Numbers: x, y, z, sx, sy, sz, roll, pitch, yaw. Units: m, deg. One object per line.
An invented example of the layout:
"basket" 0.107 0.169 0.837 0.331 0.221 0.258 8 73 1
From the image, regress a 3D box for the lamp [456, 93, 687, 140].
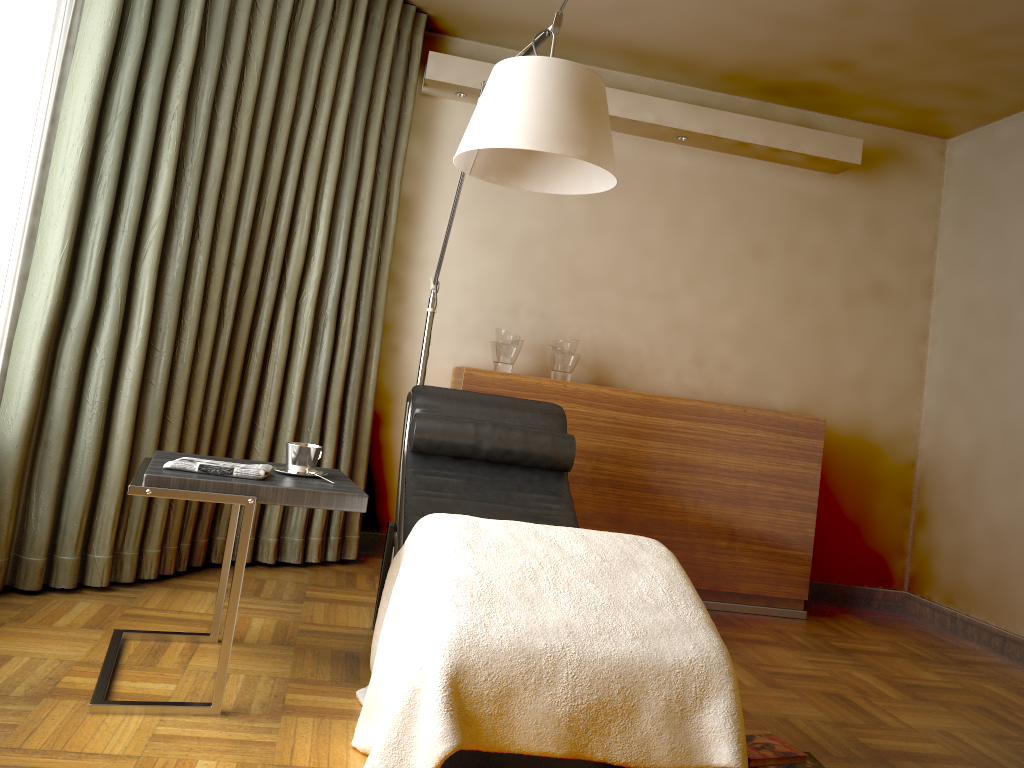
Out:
"lamp" 0.301 -1.297 4.251 1.154 0.028 0.050 8 -2 -10

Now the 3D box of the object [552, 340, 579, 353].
"object" 0.233 -0.130 3.980 0.122 0.151 0.122 10 -4 -30

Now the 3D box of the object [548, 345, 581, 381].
"object" 0.227 -0.091 3.976 0.155 0.155 0.155 9 -3 -20

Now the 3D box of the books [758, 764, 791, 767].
"books" 0.579 0.876 2.079 0.124 0.018 0.171 7 -1 39

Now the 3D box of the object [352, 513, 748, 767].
"object" 0.055 0.598 1.976 0.915 0.524 0.906 8 -2 -10

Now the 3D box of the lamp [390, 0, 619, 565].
"lamp" -0.059 -0.109 2.827 0.451 1.982 1.407 9 -4 -7

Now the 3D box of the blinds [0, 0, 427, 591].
"blinds" -1.000 -0.542 3.343 0.225 2.472 1.516 4 -6 35

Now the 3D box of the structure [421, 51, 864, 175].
"structure" 0.651 -1.302 4.326 2.173 0.131 0.272 8 -2 -10

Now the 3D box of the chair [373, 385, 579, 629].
"chair" -0.005 0.444 2.512 0.634 0.803 1.783 9 -2 -10

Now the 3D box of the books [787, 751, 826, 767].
"books" 0.612 0.900 2.072 0.264 0.020 0.188 8 -1 -6

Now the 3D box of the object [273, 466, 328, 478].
"object" -0.572 0.239 2.382 0.150 0.009 0.149 8 -1 -5

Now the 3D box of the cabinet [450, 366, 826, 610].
"cabinet" 0.518 0.467 4.033 1.670 0.869 0.413 8 -5 -10

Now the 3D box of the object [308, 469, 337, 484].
"object" -0.497 0.242 2.314 0.029 0.020 0.124 10 -2 -41

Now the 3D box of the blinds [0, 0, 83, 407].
"blinds" -1.277 -0.536 1.685 0.092 2.308 2.187 9 -3 -10

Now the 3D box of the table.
"table" -0.677 0.251 2.317 0.515 0.045 0.499 8 -1 -19

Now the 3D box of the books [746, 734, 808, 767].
"books" 0.585 0.859 2.074 0.172 0.018 0.123 8 -1 -26

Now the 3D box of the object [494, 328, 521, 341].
"object" -0.029 -0.167 3.935 0.121 0.151 0.122 10 -4 -28

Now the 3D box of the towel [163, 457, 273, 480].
"towel" -0.729 0.210 2.211 0.240 0.035 0.178 8 -1 -6

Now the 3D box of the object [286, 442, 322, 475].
"object" -0.568 0.203 2.391 0.097 0.079 0.110 8 -2 -9

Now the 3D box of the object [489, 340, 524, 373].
"object" -0.034 -0.128 3.931 0.156 0.155 0.154 6 -4 37
